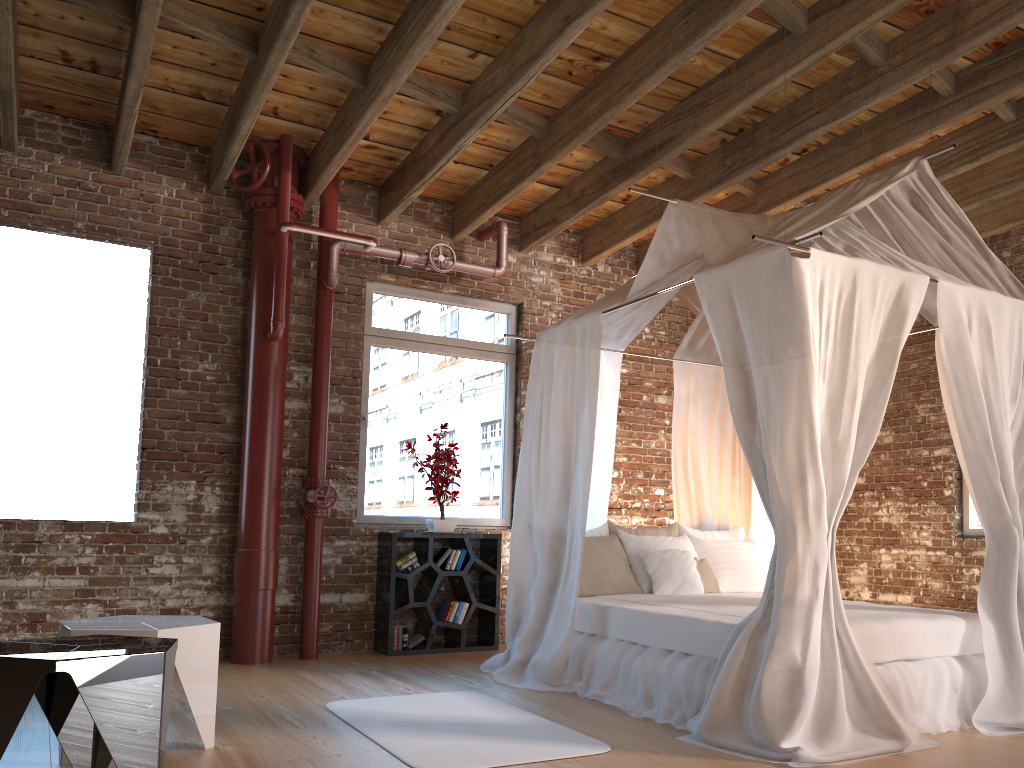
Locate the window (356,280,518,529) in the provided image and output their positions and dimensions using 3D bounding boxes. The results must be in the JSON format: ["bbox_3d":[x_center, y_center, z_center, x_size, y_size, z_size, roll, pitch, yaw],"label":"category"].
[{"bbox_3d":[-0.566,0.187,6.734,1.362,1.836,0.167,5,-6,-29],"label":"window"}]

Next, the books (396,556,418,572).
[{"bbox_3d":[-0.755,1.264,6.197,0.156,0.108,0.133,6,-9,-29],"label":"books"}]

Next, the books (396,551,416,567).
[{"bbox_3d":[-0.766,1.228,6.193,0.156,0.108,0.133,6,-9,-29],"label":"books"}]

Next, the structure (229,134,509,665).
[{"bbox_3d":[-0.980,0.129,6.077,2.023,3.440,0.573,5,-6,-30],"label":"structure"}]

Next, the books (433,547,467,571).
[{"bbox_3d":[-0.461,1.264,6.366,0.247,0.165,0.133,6,-8,-29],"label":"books"}]

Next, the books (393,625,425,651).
[{"bbox_3d":[-0.738,1.775,6.174,0.252,0.159,0.133,6,-8,-29],"label":"books"}]

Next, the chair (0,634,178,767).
[{"bbox_3d":[-1.369,1.070,2.767,0.609,0.487,0.547,-1,-8,15],"label":"chair"}]

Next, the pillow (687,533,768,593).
[{"bbox_3d":[1.521,1.246,6.044,0.636,0.429,0.291,6,-7,-28],"label":"pillow"}]

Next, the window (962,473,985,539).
[{"bbox_3d":[3.861,0.231,6.460,0.174,1.836,1.309,4,-7,-28],"label":"window"}]

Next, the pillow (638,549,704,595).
[{"bbox_3d":[1.007,1.185,5.549,0.388,0.289,0.215,4,-7,-20],"label":"pillow"}]

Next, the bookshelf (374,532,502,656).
[{"bbox_3d":[-0.529,1.503,6.391,0.866,0.839,0.291,5,-6,-29],"label":"bookshelf"}]

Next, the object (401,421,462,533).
[{"bbox_3d":[-0.556,0.662,6.413,0.421,0.834,0.393,5,-7,-33],"label":"object"}]

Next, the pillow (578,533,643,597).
[{"bbox_3d":[0.485,1.129,5.447,0.621,0.411,0.356,6,-8,-31],"label":"pillow"}]

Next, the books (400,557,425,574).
[{"bbox_3d":[-0.705,1.282,6.225,0.159,0.113,0.133,6,-9,-29],"label":"books"}]

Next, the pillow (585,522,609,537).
[{"bbox_3d":[0.395,1.120,5.619,0.640,0.489,0.198,5,-7,-29],"label":"pillow"}]

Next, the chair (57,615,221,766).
[{"bbox_3d":[-1.478,1.184,3.470,0.526,0.486,0.633,-2,-8,25],"label":"chair"}]

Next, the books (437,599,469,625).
[{"bbox_3d":[-0.425,1.643,6.363,0.205,0.179,0.133,5,-7,-29],"label":"books"}]

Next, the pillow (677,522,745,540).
[{"bbox_3d":[1.430,1.228,6.216,0.639,0.495,0.207,6,-7,-29],"label":"pillow"}]

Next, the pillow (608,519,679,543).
[{"bbox_3d":[0.903,1.163,5.918,0.640,0.491,0.207,6,-7,-29],"label":"pillow"}]

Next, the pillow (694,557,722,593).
[{"bbox_3d":[1.204,1.237,5.698,0.292,0.232,0.161,6,-8,-30],"label":"pillow"}]

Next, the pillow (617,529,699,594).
[{"bbox_3d":[1.002,1.151,5.744,0.620,0.400,0.347,6,-8,-31],"label":"pillow"}]

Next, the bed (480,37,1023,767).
[{"bbox_3d":[1.427,-0.181,5.118,2.528,3.855,2.655,5,-7,-29],"label":"bed"}]

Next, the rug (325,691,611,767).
[{"bbox_3d":[-0.258,1.525,3.965,0.870,0.007,1.429,6,-11,-27],"label":"rug"}]
